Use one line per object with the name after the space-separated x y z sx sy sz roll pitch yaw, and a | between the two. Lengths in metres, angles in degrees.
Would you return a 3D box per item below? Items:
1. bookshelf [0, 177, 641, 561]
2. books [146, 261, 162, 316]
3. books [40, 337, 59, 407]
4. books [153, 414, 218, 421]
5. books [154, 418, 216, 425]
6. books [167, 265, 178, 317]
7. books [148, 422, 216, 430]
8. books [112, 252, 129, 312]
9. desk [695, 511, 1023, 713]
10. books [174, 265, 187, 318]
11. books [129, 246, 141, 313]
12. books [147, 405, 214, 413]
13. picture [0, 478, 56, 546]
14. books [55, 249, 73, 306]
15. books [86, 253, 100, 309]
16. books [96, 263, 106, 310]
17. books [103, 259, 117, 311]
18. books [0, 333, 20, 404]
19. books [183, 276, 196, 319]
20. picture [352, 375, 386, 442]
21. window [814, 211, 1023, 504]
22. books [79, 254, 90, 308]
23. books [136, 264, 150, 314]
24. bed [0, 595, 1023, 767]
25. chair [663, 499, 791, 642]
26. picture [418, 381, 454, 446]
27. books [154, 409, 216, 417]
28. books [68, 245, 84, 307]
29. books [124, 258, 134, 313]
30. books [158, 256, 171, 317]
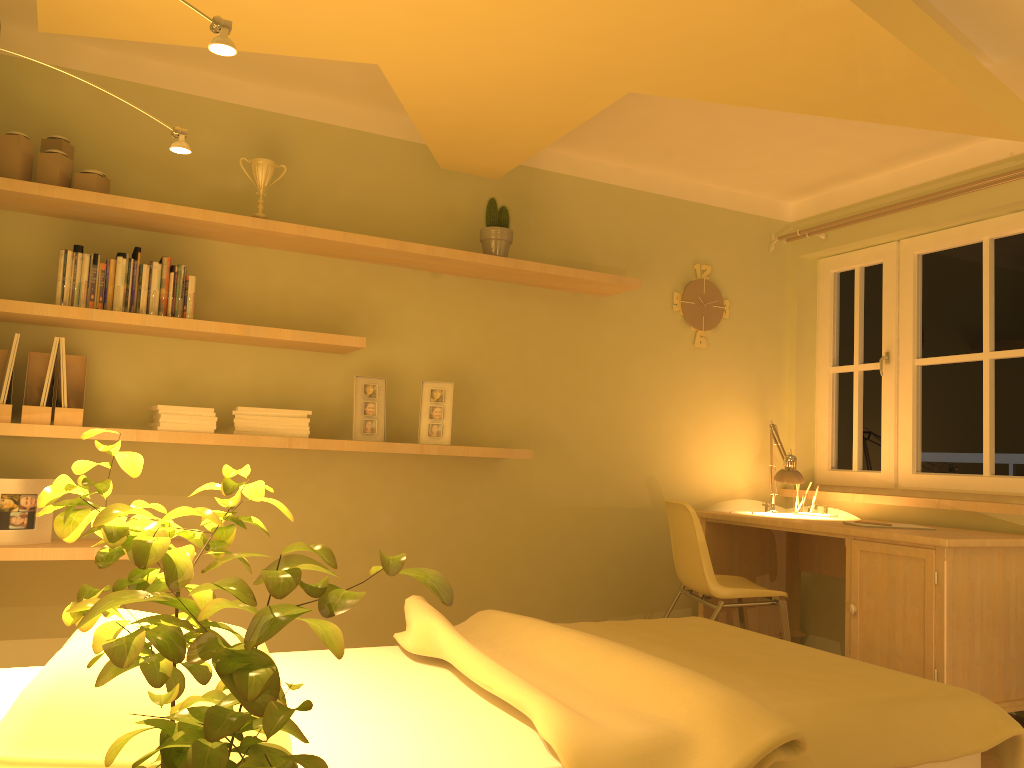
-0.666 0.046 3.535 2.605 1.240 0.300 5 -5 -27 | bookshelf
-1.310 -0.332 3.227 0.040 0.203 0.157 5 -5 -27 | books
-1.599 -0.006 3.055 0.048 0.297 0.214 5 -5 -27 | books
-1.203 0.126 3.256 0.190 0.015 0.270 5 -6 -27 | books
-1.205 0.141 3.261 0.190 0.015 0.270 5 -5 -26 | books
-1.254 -0.325 3.255 0.022 0.198 0.157 5 -5 -27 | books
-1.212 0.155 3.252 0.190 0.015 0.270 5 -6 -30 | books
-1.405 -0.348 3.174 0.038 0.217 0.166 5 -5 -27 | books
1.487 0.966 3.842 0.684 0.720 1.396 5 -5 -27 | desk
-1.230 -0.325 3.267 0.032 0.203 0.157 5 -5 -27 | books
-1.364 -0.359 3.201 0.021 0.247 0.157 5 -5 -27 | books
-1.215 0.094 3.245 0.190 0.015 0.270 5 -6 -29 | books
-1.677 0.426 2.979 0.131 0.219 0.247 -2 -6 40 | picture
-1.565 -0.355 3.098 0.040 0.203 0.157 5 -5 -27 | books
-1.485 -0.348 3.138 0.032 0.203 0.157 5 -5 -27 | books
-1.462 -0.330 3.149 0.021 0.172 0.157 5 -5 -27 | books
-1.441 -0.338 3.167 0.032 0.193 0.146 5 -5 -27 | books
-1.712 -0.016 3.000 0.048 0.297 0.214 6 -6 -32 | books
-1.198 -0.304 3.270 0.032 0.163 0.178 5 -5 -27 | books
-0.602 0.105 3.623 0.134 0.264 0.171 5 -6 -27 | picture
1.994 -0.096 4.175 0.142 1.263 1.486 5 -5 -27 | window
-1.509 -0.347 3.126 0.022 0.198 0.157 5 -5 -27 | books
-1.339 -0.326 3.203 0.032 0.184 0.173 5 -5 -27 | books
-0.075 0.657 2.072 2.378 0.894 1.286 5 -6 -27 | bed
0.868 0.903 3.817 0.546 0.785 0.531 3 -5 -7 | chair
-0.314 0.126 3.722 0.134 0.264 0.171 3 -5 0 | picture
-1.207 0.111 3.264 0.190 0.015 0.270 5 -5 -25 | books
-1.537 -0.364 3.123 0.032 0.229 0.138 5 -5 -27 | books
-1.383 -0.339 3.191 0.017 0.203 0.155 5 -5 -27 | books
-1.282 -0.342 3.252 0.032 0.229 0.138 5 -5 -27 | books
